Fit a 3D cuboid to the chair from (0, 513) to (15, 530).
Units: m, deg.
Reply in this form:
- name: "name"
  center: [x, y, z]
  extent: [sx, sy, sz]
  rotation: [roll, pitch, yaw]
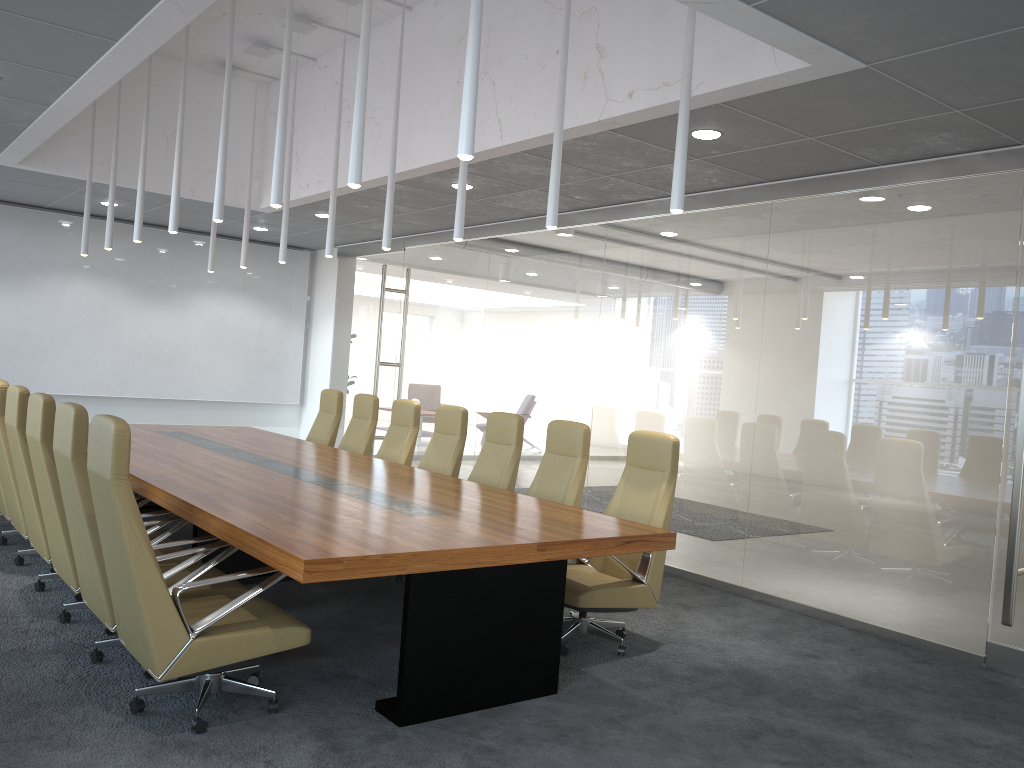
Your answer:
- name: "chair"
  center: [-4.448, 0.602, 8.053]
  extent: [0.955, 1.406, 0.711]
  rotation: [4, 1, -38]

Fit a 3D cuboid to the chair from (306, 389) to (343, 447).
- name: "chair"
  center: [-2.406, 0.737, 9.662]
  extent: [0.955, 1.406, 0.711]
  rotation: [4, 1, -38]

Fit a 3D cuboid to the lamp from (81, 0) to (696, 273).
- name: "lamp"
  center: [-1.726, -2.294, 6.921]
  extent: [2.619, 2.378, 7.258]
  rotation: [4, 1, -38]

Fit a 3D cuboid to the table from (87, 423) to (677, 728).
- name: "table"
  center: [-1.980, 1.057, 6.960]
  extent: [2.300, 0.895, 6.500]
  rotation: [4, 1, -38]

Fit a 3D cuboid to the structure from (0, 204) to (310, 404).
- name: "structure"
  center: [-1.806, -0.696, 6.977]
  extent: [6.600, 2.466, 13.989]
  rotation: [4, 1, -38]

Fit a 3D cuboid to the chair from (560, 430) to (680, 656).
- name: "chair"
  center: [0.593, 1.009, 5.905]
  extent: [0.955, 1.406, 0.711]
  rotation: [4, 1, -38]

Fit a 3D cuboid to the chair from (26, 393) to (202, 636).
- name: "chair"
  center: [-2.496, 0.779, 5.535]
  extent: [0.955, 1.406, 0.711]
  rotation: [4, 1, -38]

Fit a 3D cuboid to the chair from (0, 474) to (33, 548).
- name: "chair"
  center: [-3.961, 0.646, 7.424]
  extent: [0.955, 1.406, 0.711]
  rotation: [4, 1, -38]

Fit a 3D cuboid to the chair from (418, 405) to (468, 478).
- name: "chair"
  center: [-0.935, 0.871, 7.765]
  extent: [0.955, 1.406, 0.711]
  rotation: [4, 1, -38]

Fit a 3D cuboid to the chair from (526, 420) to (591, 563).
- name: "chair"
  center: [0.041, 0.960, 6.505]
  extent: [0.955, 1.406, 0.711]
  rotation: [4, 1, -38]

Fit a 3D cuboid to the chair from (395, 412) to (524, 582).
- name: "chair"
  center: [-0.446, 0.915, 7.133]
  extent: [0.955, 1.406, 0.711]
  rotation: [4, 1, -38]

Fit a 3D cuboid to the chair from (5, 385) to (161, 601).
- name: "chair"
  center: [-2.988, 0.734, 6.169]
  extent: [0.955, 1.406, 0.711]
  rotation: [4, 1, -38]

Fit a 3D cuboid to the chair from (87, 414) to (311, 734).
- name: "chair"
  center: [-1.521, 0.867, 4.277]
  extent: [0.955, 1.406, 0.711]
  rotation: [4, 1, -38]

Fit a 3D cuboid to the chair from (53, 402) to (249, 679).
- name: "chair"
  center: [-2.001, 0.824, 4.896]
  extent: [0.955, 1.406, 0.711]
  rotation: [4, 1, -38]

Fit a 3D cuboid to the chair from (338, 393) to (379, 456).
- name: "chair"
  center: [-1.916, 0.782, 9.030]
  extent: [0.955, 1.406, 0.711]
  rotation: [4, 1, -38]

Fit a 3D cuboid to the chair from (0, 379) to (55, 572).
- name: "chair"
  center: [-3.486, 0.689, 6.812]
  extent: [0.955, 1.406, 0.711]
  rotation: [4, 1, -38]

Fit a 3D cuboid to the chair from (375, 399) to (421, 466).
- name: "chair"
  center: [-1.421, 0.827, 8.392]
  extent: [0.955, 1.406, 0.711]
  rotation: [4, 1, -38]
